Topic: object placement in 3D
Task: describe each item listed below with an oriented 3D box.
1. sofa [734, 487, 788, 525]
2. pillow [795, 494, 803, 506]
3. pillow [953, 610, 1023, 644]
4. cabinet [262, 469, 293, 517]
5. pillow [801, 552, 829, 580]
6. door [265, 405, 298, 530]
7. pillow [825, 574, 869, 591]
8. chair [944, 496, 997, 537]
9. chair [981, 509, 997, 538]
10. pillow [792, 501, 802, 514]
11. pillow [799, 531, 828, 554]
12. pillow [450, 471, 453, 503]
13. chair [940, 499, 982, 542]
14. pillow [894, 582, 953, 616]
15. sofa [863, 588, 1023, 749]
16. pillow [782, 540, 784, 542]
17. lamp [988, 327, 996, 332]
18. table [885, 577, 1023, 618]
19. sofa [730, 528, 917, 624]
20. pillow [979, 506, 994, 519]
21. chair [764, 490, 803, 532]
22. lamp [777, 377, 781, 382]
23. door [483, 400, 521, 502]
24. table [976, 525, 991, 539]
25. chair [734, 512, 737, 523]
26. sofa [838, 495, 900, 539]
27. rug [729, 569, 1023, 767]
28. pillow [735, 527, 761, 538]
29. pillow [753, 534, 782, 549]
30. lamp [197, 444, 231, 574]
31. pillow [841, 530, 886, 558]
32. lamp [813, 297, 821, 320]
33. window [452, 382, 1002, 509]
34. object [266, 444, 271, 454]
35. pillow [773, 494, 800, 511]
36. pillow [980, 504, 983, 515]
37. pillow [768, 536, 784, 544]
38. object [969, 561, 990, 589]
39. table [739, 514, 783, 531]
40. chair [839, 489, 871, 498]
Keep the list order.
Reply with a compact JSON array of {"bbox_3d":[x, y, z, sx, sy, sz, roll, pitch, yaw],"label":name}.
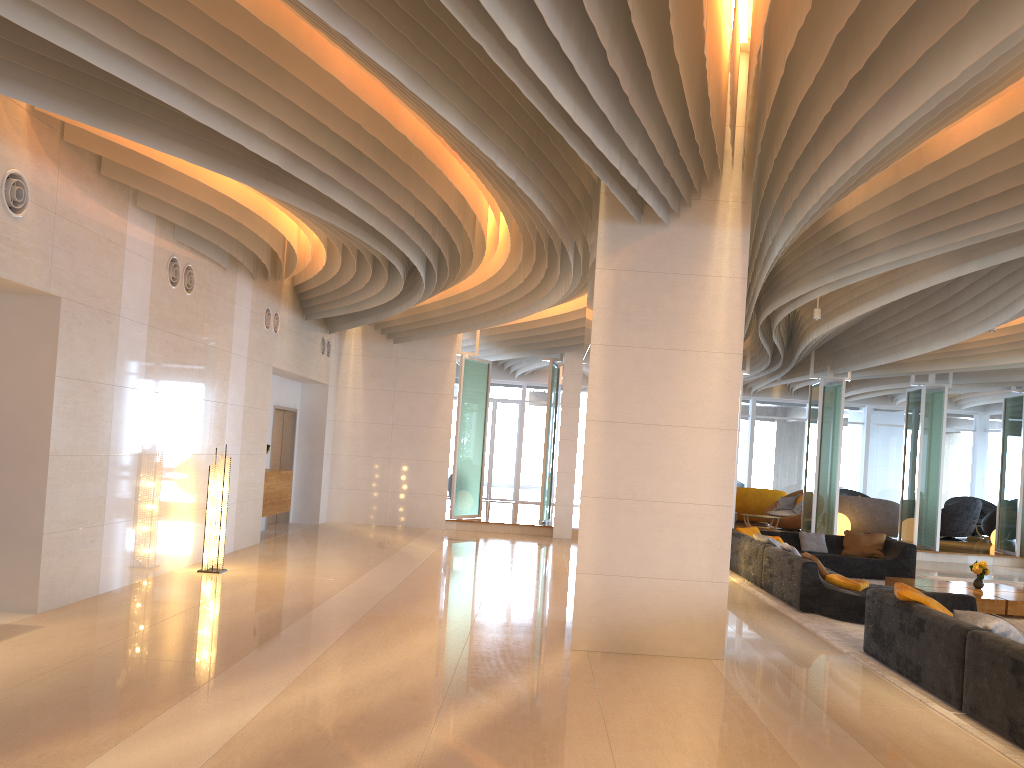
[{"bbox_3d":[5.545,2.972,21.827,2.578,0.900,1.105,4,-3,-10],"label":"sofa"},{"bbox_3d":[6.758,2.760,20.521,0.377,0.421,0.599,5,-3,-20],"label":"pillow"},{"bbox_3d":[3.467,1.861,6.391,0.420,0.376,0.589,4,-3,3],"label":"pillow"},{"bbox_3d":[-3.905,1.669,13.765,0.559,0.660,1.514,4,-4,2],"label":"cabinet"},{"bbox_3d":[3.529,2.116,10.217,0.328,0.310,0.425,4,-3,3],"label":"pillow"},{"bbox_3d":[-4.160,1.447,15.596,0.246,2.097,1.408,4,-2,2],"label":"door"},{"bbox_3d":[3.748,2.210,9.904,0.403,0.135,0.425,1,-5,35],"label":"pillow"},{"bbox_3d":[12.080,3.454,23.167,1.505,1.004,1.148,3,-3,13],"label":"chair"},{"bbox_3d":[12.005,3.293,21.123,1.515,1.004,1.141,4,-3,3],"label":"chair"},{"bbox_3d":[6.624,2.767,20.115,0.463,0.408,0.506,4,-3,3],"label":"pillow"},{"bbox_3d":[4.729,2.491,13.928,0.407,0.312,0.323,4,-3,3],"label":"pillow"},{"bbox_3d":[-1.780,2.193,18.662,1.520,1.004,1.137,4,-3,-2],"label":"pillow"},{"bbox_3d":[10.282,3.150,20.749,1.542,1.004,1.120,6,-3,-26],"label":"chair"},{"bbox_3d":[3.425,1.869,7.291,0.540,0.377,0.648,2,-4,23],"label":"pillow"},{"bbox_3d":[3.508,1.967,5.996,0.941,0.581,3.787,4,-4,2],"label":"sofa"},{"bbox_3d":[3.730,2.320,12.518,0.336,0.318,0.405,6,-4,-31],"label":"pillow"},{"bbox_3d":[6.134,-1.416,11.255,0.091,1.504,0.087,5,-2,-44],"label":"lamp"},{"bbox_3d":[5.804,2.699,11.164,1.600,0.219,1.605,4,-4,1],"label":"table"},{"bbox_3d":[4.639,2.446,11.735,2.823,0.652,5.103,4,-4,2],"label":"sofa"},{"bbox_3d":[12.441,3.383,23.140,0.496,0.408,0.472,2,-3,28],"label":"pillow"},{"bbox_3d":[6.506,2.878,20.448,1.145,1.004,1.510,4,-3,-11],"label":"chair"},{"bbox_3d":[5.944,-0.789,19.602,0.088,1.504,0.090,4,-1,10],"label":"lamp"},{"bbox_3d":[-0.559,1.828,24.517,1.459,2.767,0.060,4,-1,0],"label":"door"},{"bbox_3d":[12.087,3.719,22.118,1.075,0.318,0.824,3,-4,7],"label":"table"},{"bbox_3d":[4.471,2.698,19.861,1.130,1.004,1.530,3,-3,9],"label":"chair"},{"bbox_3d":[7.982,3.019,20.335,1.132,0.899,2.517,6,-5,-39],"label":"sofa"},{"bbox_3d":[5.650,2.431,6.328,5.509,0.022,16.265,4,-4,2],"label":"rug"},{"bbox_3d":[3.756,2.403,13.918,0.415,0.315,0.336,5,-3,-27],"label":"pillow"},{"bbox_3d":[3.602,2.253,12.024,0.547,0.376,0.651,4,-4,-3],"label":"pillow"},{"bbox_3d":[-3.351,1.403,10.070,0.250,1.448,0.250,4,-1,1],"label":"lamp"},{"bbox_3d":[5.535,2.518,13.946,0.630,0.377,0.556,2,-4,23],"label":"pillow"},{"bbox_3d":[3.913,-1.563,11.251,0.091,1.504,0.087,5,-2,-44],"label":"lamp"},{"bbox_3d":[10.057,1.036,8.406,22.561,3.215,53.578,7,-5,-33],"label":"window"},{"bbox_3d":[-3.793,1.068,13.405,0.268,0.496,0.234,4,-2,-12],"label":"object"},{"bbox_3d":[6.445,2.777,20.770,0.481,0.453,0.610,6,-4,-37],"label":"pillow"},{"bbox_3d":[12.136,3.338,23.418,0.604,0.421,0.373,4,-3,4],"label":"pillow"},{"bbox_3d":[3.657,2.276,12.362,0.330,0.334,0.415,6,-4,-33],"label":"pillow"},{"bbox_3d":[5.967,2.422,11.319,0.232,0.376,0.271,2,-3,33],"label":"object"},{"bbox_3d":[5.572,3.119,19.906,0.827,0.318,1.070,5,-4,-17],"label":"table"},{"bbox_3d":[8.729,3.162,22.246,1.534,1.004,1.126,5,-3,-17],"label":"chair"}]
